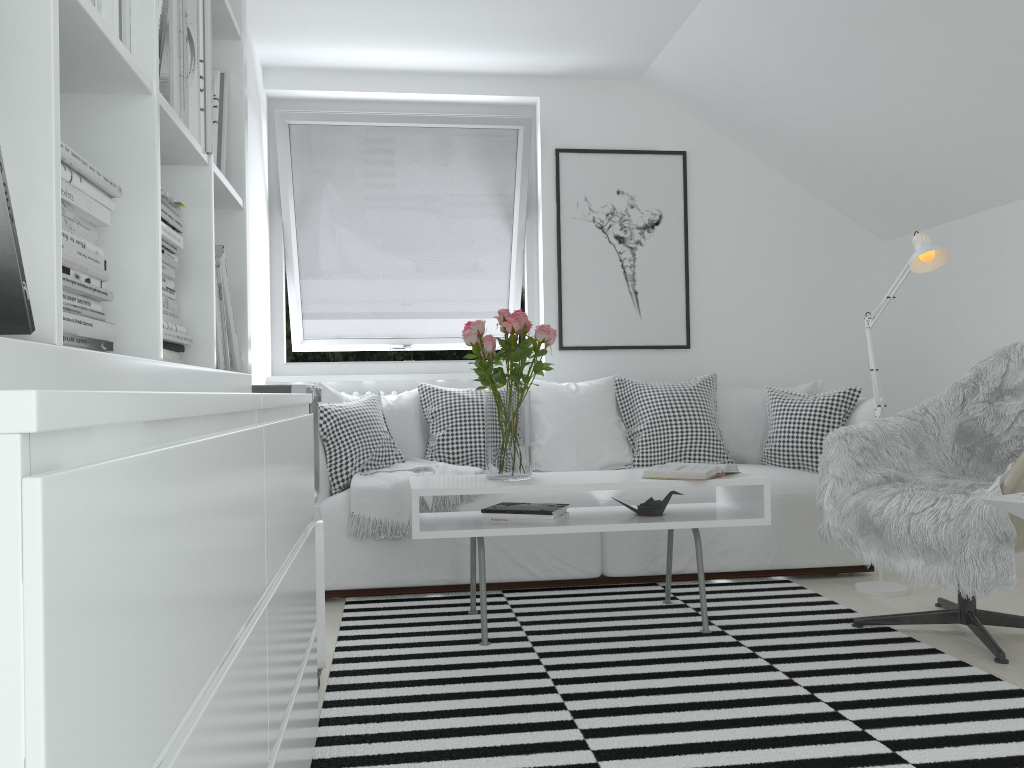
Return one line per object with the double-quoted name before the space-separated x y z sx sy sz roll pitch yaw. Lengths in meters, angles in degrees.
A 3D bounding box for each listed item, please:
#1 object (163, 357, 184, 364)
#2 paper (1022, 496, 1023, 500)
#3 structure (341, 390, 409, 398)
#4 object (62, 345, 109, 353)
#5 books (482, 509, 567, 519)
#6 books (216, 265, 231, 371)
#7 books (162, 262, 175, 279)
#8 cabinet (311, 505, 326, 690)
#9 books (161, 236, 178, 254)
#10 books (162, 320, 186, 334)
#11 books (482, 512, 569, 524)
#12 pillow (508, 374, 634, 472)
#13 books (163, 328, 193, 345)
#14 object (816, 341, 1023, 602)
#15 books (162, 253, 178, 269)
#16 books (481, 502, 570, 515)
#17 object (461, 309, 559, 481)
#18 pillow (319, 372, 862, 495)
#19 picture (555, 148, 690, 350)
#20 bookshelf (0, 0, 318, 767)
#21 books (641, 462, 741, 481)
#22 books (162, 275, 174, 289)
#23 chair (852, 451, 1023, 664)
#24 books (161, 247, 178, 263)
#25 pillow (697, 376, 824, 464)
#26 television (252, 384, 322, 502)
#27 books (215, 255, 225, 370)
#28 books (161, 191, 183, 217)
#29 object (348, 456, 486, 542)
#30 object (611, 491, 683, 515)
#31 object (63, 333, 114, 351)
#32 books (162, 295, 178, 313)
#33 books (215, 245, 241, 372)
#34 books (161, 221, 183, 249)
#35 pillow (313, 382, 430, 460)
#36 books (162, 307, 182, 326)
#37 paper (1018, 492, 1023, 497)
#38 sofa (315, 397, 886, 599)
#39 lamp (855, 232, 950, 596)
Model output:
"object" -0.671 -0.034 1.394 0.232 0.014 0.314 -1 -1 -8
"paper" 1.491 0.282 2.245 0.312 0.024 0.205 -2 -1 42
"structure" -0.317 0.359 4.571 1.655 0.660 0.206 -1 -1 -8
"object" -0.586 -0.036 1.022 0.161 0.012 0.254 -1 -1 -8
"books" 0.045 0.448 3.096 0.254 0.014 0.191 -1 -1 17
"books" -0.658 -0.129 1.780 0.161 0.213 0.118 -1 -1 -8
"books" -0.646 -0.190 1.389 0.167 0.017 0.263 -1 -1 -8
"cabinet" -0.722 0.616 2.547 0.350 0.477 0.467 -1 -1 -14
"books" -0.636 -0.230 1.387 0.161 0.013 0.256 -1 -1 -8
"books" -0.643 -0.092 1.402 0.182 0.016 0.288 -1 -1 -8
"books" 0.050 0.463 3.094 0.259 0.014 0.191 -1 -1 19
"pillow" 0.288 0.205 4.263 0.599 0.505 0.391 -1 -1 -8
"books" -0.633 -0.076 1.409 0.182 0.016 0.288 -1 -1 -8
"object" 1.540 0.242 2.974 0.954 0.789 0.784 -1 -1 -27
"books" -0.639 -0.205 1.397 0.161 0.012 0.254 -1 -1 -8
"books" 0.050 0.435 3.102 0.257 0.012 0.207 -1 -1 20
"object" -0.006 0.034 3.104 0.350 0.599 0.327 -1 -1 12
"pillow" 0.302 0.205 4.124 2.488 0.513 0.676 -1 -1 -6
"picture" 0.596 -0.720 4.754 0.720 1.072 0.015 -1 -1 -8
"bookshelf" -0.574 -0.370 1.217 0.440 2.416 1.595 -1 -1 -8
"books" 0.635 0.303 3.123 0.231 0.040 0.342 -1 -1 34
"books" -0.661 -0.173 1.396 0.182 0.016 0.288 -1 -1 -8
"chair" 1.550 0.348 2.974 0.776 0.941 0.719 -1 -1 -33
"books" -0.647 -0.217 1.407 0.159 0.012 0.285 -1 -1 -8
"pillow" 1.214 0.203 4.375 0.623 0.498 0.333 -1 -1 26
"television" -0.695 0.191 2.561 0.273 0.374 0.414 -1 -1 -8
"books" -0.644 -0.142 1.681 0.172 0.235 0.112 -1 -1 -8
"books" -0.639 -0.301 1.409 0.159 0.012 0.285 -1 -1 -8
"object" -0.365 0.464 3.878 0.670 0.291 0.831 -1 -1 -9
"object" 0.480 0.419 3.144 0.194 0.088 0.186 -1 -1 -19
"object" -0.580 -0.049 1.007 0.159 0.012 0.285 -1 -1 -8
"books" -0.663 -0.134 1.418 0.180 0.028 0.296 -1 -1 -8
"books" -0.672 -0.149 1.847 0.176 0.255 0.226 -1 -1 -8
"books" -0.642 -0.246 1.402 0.174 0.021 0.273 -1 -1 -8
"pillow" -0.654 0.232 4.160 0.617 0.491 0.321 -1 -1 -34
"books" -0.644 -0.111 1.400 0.174 0.021 0.273 -1 -1 -8
"paper" 1.490 0.286 2.244 0.312 0.015 0.205 -1 -1 7
"sofa" 0.312 0.468 4.082 2.647 0.768 0.917 -1 -1 -8
"lamp" 1.472 0.137 3.383 0.196 1.373 0.527 -1 -1 -3
